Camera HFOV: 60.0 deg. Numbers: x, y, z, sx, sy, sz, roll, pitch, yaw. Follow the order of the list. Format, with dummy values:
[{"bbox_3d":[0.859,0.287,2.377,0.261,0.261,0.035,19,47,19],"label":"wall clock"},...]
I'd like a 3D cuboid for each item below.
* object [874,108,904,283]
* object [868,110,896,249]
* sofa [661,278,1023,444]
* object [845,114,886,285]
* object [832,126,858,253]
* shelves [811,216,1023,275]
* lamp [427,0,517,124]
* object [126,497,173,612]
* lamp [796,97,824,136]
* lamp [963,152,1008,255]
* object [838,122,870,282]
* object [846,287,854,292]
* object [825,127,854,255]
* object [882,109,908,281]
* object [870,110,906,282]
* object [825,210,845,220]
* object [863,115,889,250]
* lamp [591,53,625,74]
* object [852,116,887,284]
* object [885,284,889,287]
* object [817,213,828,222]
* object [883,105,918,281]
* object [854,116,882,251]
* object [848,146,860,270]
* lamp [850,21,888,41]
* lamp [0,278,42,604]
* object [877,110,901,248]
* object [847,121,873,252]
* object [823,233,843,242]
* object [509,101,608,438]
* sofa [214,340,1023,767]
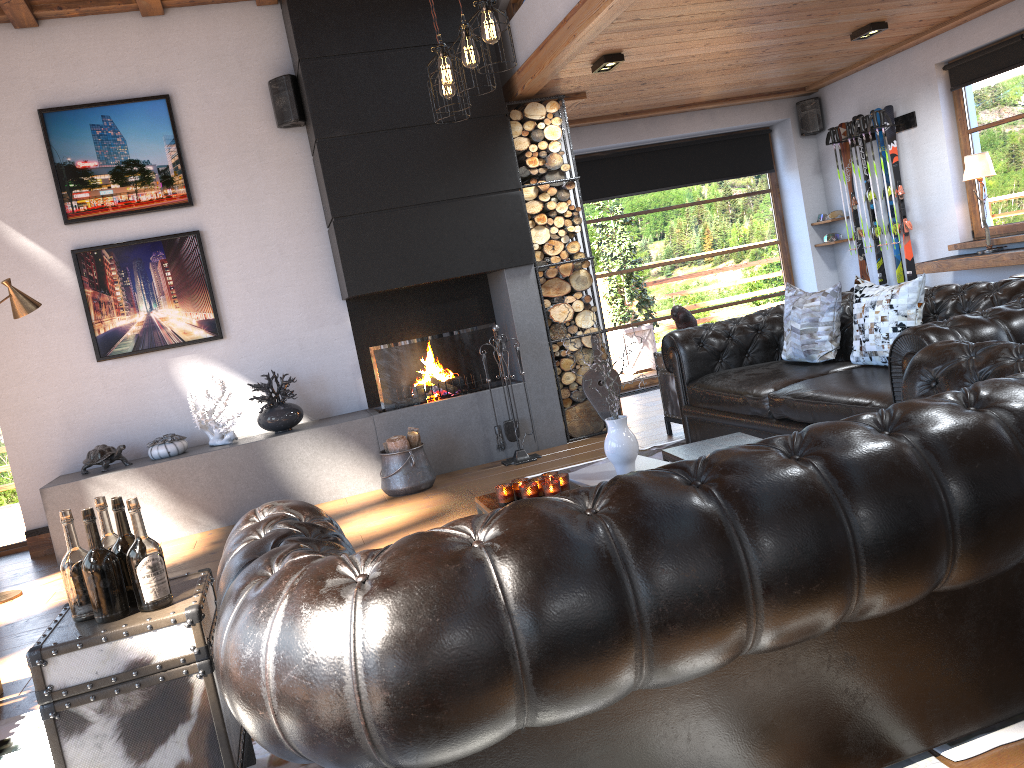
[{"bbox_3d":[3.509,-1.741,8.207,0.112,1.620,0.072,-12,6,-15],"label":"object"},{"bbox_3d":[3.332,-1.828,7.994,0.119,1.248,0.060,-6,7,42],"label":"object"},{"bbox_3d":[1.901,-0.042,4.803,1.248,0.837,2.551,-12,6,-15],"label":"sofa"},{"bbox_3d":[3.354,-1.732,8.404,0.256,1.620,0.103,-13,6,-19],"label":"object"},{"bbox_3d":[3.239,-1.878,8.655,0.060,1.248,0.119,-14,6,-32],"label":"object"},{"bbox_3d":[4.139,-1.037,6.116,0.616,0.988,6.607,-12,6,-13],"label":"shelves"},{"bbox_3d":[-0.417,-2.389,4.056,0.264,2.200,0.795,-13,6,-23],"label":"lamp"},{"bbox_3d":[-0.936,0.429,2.252,0.089,0.286,0.086,-15,7,-37],"label":"object"},{"bbox_3d":[3.051,-2.729,9.063,0.215,0.349,0.212,-12,6,-14],"label":"lamp"},{"bbox_3d":[4.023,-1.147,7.170,0.636,1.480,0.245,-12,5,-12],"label":"lamp"},{"bbox_3d":[3.349,-1.737,8.615,0.116,1.605,0.095,-12,6,-15],"label":"object"},{"bbox_3d":[3.377,-0.821,8.811,0.254,0.270,0.115,-13,6,-25],"label":"object"},{"bbox_3d":[3.178,-1.861,8.601,0.122,1.248,0.058,-14,6,-32],"label":"object"},{"bbox_3d":[3.507,-1.695,8.069,0.116,1.605,0.095,-12,6,-15],"label":"object"},{"bbox_3d":[3.500,-1.748,8.282,0.112,1.620,0.072,-12,6,-15],"label":"object"},{"bbox_3d":[3.287,-1.721,9.008,0.191,0.084,0.159,-12,6,-16],"label":"object"},{"bbox_3d":[3.357,-1.854,8.205,0.060,1.248,0.119,-14,6,-32],"label":"object"},{"bbox_3d":[0.667,-2.249,6.197,0.156,0.068,0.259,-12,6,-14],"label":"lamp"},{"bbox_3d":[3.415,-1.753,8.488,0.112,1.620,0.072,-12,6,-15],"label":"object"},{"bbox_3d":[3.495,-0.794,8.338,0.251,0.270,0.117,-10,5,5],"label":"object"},{"bbox_3d":[3.242,-1.730,9.180,0.161,0.084,0.188,-12,6,-16],"label":"object"},{"bbox_3d":[3.518,-1.702,7.972,0.116,1.605,0.095,-12,6,-15],"label":"object"},{"bbox_3d":[3.292,-1.841,8.201,0.119,1.248,0.060,-8,6,32],"label":"object"},{"bbox_3d":[3.338,-1.730,8.712,0.116,1.605,0.095,-12,6,-15],"label":"object"},{"bbox_3d":[2.725,-2.700,6.771,0.156,0.068,0.259,-12,6,-14],"label":"lamp"},{"bbox_3d":[-3.175,0.350,5.164,0.526,1.897,1.327,-10,6,7],"label":"lamp"},{"bbox_3d":[3.433,-1.844,7.964,0.119,1.248,0.060,-7,7,37],"label":"object"},{"bbox_3d":[3.298,-1.866,8.430,0.060,1.248,0.119,-14,6,-32],"label":"object"},{"bbox_3d":[3.303,-1.512,9.122,0.186,0.084,0.355,-9,6,21],"label":"object"},{"bbox_3d":[0.343,-0.879,7.050,0.497,2.610,0.464,-12,6,-15],"label":"object"},{"bbox_3d":[0.611,0.470,2.245,2.583,0.837,1.232,-12,6,-15],"label":"sofa"}]
